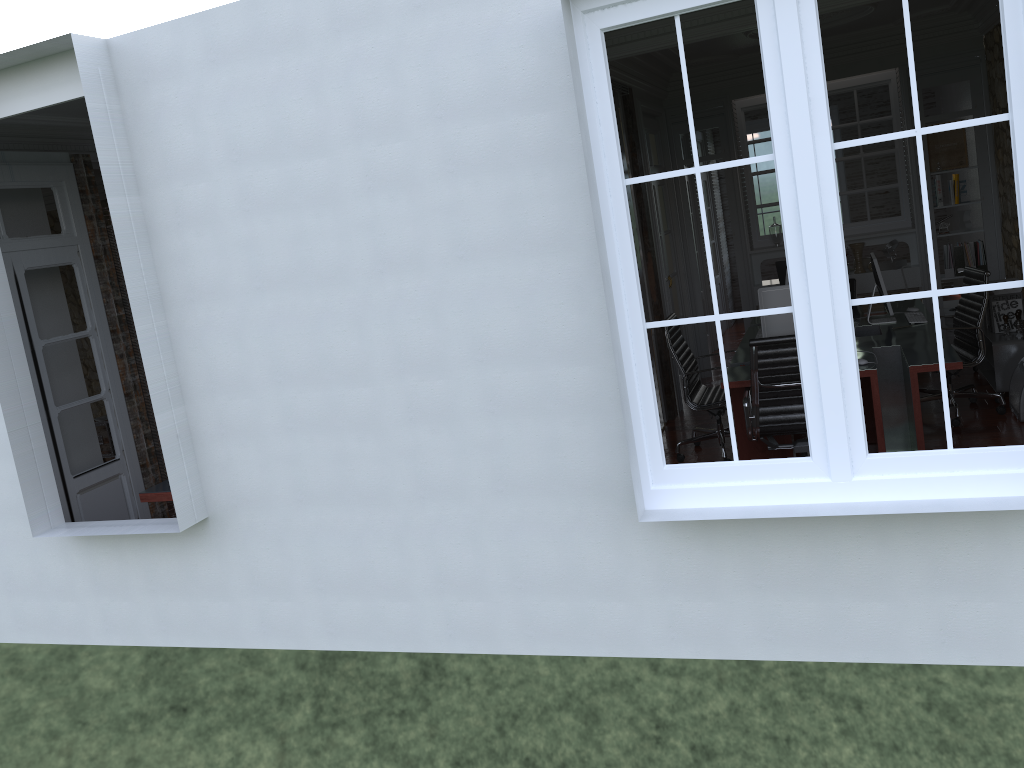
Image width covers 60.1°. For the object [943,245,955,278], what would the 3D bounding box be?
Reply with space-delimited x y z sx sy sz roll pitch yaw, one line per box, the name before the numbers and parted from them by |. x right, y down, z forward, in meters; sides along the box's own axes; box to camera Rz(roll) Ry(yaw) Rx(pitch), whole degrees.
object | 4.039 -1.135 8.184 0.078 0.276 0.241 -5 10 29

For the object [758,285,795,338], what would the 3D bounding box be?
object | 1.788 -0.378 5.445 0.483 0.482 0.191 -6 8 21

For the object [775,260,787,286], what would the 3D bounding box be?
object | 2.328 -0.751 6.967 0.483 0.481 0.191 0 12 46

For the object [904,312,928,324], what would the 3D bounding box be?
object | 2.863 -0.473 6.279 0.118 0.017 0.443 -5 11 21

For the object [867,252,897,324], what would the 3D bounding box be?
object | 2.627 -0.686 6.352 0.189 0.481 0.488 -6 9 21

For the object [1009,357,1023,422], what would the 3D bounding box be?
object | 3.604 0.014 6.023 0.362 0.384 0.404 -6 10 21

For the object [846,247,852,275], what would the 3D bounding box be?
object | 3.163 -1.177 8.389 0.128 0.285 0.129 -11 8 -12

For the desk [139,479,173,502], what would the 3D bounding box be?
desk | -1.110 0.722 5.619 1.709 0.649 1.460 -5 11 21

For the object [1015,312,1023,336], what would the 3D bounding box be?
object | 3.690 -0.441 6.453 0.048 0.174 0.088 -5 9 32

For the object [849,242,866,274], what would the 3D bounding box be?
object | 3.284 -1.194 8.395 0.143 0.277 0.145 -4 10 35

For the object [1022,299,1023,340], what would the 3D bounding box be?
object | 3.666 -0.464 6.289 0.095 0.287 0.096 -7 8 16

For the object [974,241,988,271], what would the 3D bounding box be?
object | 4.279 -1.156 8.083 0.078 0.276 0.241 -6 9 25

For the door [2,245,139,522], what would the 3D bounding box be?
door | -2.887 0.257 5.513 0.040 2.166 1.171 -7 9 21

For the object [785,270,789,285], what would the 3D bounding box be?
object | 2.067 -0.628 6.538 0.189 0.481 0.488 -6 9 21

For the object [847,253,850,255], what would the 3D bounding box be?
object | 3.152 -1.156 8.581 0.386 0.178 0.158 -18 13 -42

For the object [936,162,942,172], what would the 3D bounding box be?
object | 3.852 -1.959 7.993 0.055 0.089 0.056 -6 9 24

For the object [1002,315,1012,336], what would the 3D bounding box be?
object | 3.640 -0.434 6.523 0.048 0.152 0.088 -7 8 16

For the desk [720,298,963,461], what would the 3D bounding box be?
desk | 2.321 0.003 6.253 1.298 0.722 2.533 -6 11 21

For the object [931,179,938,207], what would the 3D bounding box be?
object | 3.868 -1.757 8.168 0.078 0.247 0.116 -6 8 21

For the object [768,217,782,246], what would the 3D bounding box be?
object | 2.587 -1.483 8.679 0.129 0.313 0.130 -1 11 46

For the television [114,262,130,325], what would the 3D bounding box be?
television | -3.683 -0.971 9.229 1.125 0.727 0.105 -6 8 21

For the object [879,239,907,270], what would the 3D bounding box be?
object | 3.559 -1.216 8.297 0.189 0.270 0.167 -15 10 -33

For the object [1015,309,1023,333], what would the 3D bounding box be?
object | 3.748 -0.467 6.538 0.048 0.174 0.088 -10 8 -5

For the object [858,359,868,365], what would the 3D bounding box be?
object | 2.028 -0.132 5.155 0.059 0.028 0.107 -11 10 -10

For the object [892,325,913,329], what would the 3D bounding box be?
object | 2.657 -0.388 6.026 0.149 0.011 0.011 -10 9 -3

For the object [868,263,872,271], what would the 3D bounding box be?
object | 3.413 -1.112 8.370 0.092 0.087 0.093 -15 11 -32

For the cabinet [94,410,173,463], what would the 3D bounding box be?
cabinet | -3.799 0.548 9.352 1.420 0.507 0.493 -5 10 21

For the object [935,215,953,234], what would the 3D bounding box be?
object | 3.942 -1.462 8.110 0.093 0.160 0.177 -16 11 -40

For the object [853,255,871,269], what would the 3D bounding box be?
object | 3.409 -1.191 8.622 0.159 0.152 0.218 -8 9 6

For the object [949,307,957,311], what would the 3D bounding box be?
object | 4.253 -0.716 8.235 0.239 0.040 0.294 -14 11 -23

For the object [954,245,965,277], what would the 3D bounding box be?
object | 4.127 -1.146 8.164 0.078 0.276 0.248 -6 9 26

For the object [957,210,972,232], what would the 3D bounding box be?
object | 4.126 -1.487 8.067 0.063 0.187 0.127 -10 8 -6

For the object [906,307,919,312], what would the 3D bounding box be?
object | 2.977 -0.554 6.580 0.059 0.028 0.107 -12 11 -17

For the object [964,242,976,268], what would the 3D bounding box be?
object | 4.191 -1.145 8.100 0.078 0.276 0.241 -6 9 27

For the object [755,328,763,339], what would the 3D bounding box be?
object | 1.907 -0.387 6.671 0.118 0.017 0.443 -5 11 21

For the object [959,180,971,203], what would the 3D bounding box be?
object | 4.117 -1.781 8.074 0.078 0.247 0.116 -6 8 21
